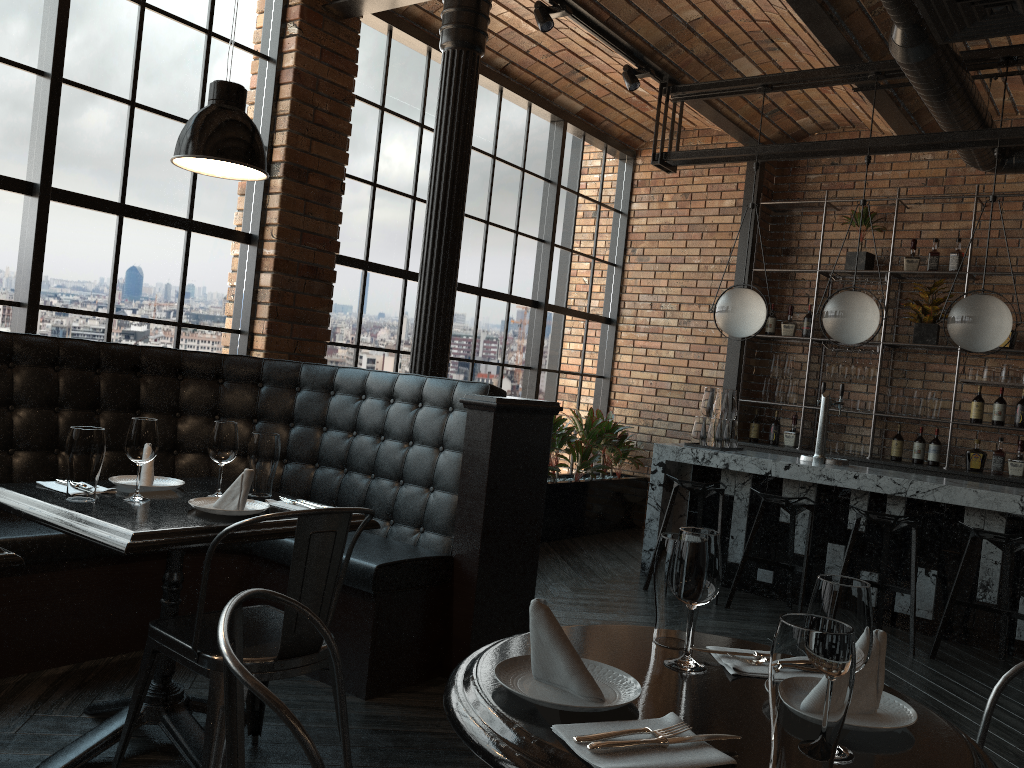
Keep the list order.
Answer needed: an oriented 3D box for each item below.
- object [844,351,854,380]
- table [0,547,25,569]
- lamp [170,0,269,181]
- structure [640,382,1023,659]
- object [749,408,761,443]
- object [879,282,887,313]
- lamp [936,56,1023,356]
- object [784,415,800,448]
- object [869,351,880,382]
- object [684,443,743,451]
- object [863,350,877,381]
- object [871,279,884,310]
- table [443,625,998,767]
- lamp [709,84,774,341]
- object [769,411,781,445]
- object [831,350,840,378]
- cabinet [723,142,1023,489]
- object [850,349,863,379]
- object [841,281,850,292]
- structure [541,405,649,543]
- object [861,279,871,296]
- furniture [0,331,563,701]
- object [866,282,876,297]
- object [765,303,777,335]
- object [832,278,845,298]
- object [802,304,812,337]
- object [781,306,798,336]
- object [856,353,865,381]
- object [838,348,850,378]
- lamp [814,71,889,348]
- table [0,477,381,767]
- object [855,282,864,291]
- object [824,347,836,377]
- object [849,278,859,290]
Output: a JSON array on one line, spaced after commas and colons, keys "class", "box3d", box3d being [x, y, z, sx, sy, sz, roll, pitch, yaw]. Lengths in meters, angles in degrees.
[{"class": "object", "box3d": [2.832, -0.162, 7.430, 0.092, 0.244, 0.092, 6, 1, 42]}, {"class": "table", "box3d": [-1.708, 0.670, 1.850, 0.872, 0.758, 0.872, 6, 0, 36]}, {"class": "lamp", "box3d": [-0.812, -1.481, 2.728, 0.291, 1.653, 0.291, 6, 0, -9]}, {"class": "structure", "box3d": [3.655, 0.878, 5.210, 5.346, 1.430, 1.930, 6, 0, 36]}, {"class": "object", "box3d": [2.143, 0.365, 7.809, 0.086, 0.299, 0.086, 6, 0, -5]}, {"class": "object", "box3d": [3.055, -0.713, 7.306, 0.092, 0.244, 0.092, 6, 1, 42]}, {"class": "lamp", "box3d": [2.813, -1.037, 5.195, 0.340, 1.754, 0.340, 6, 0, -8]}, {"class": "object", "box3d": [2.410, 0.404, 7.588, 0.123, 0.279, 0.123, 6, 1, -40]}, {"class": "object", "box3d": [2.995, -0.144, 7.310, 0.092, 0.244, 0.092, 6, 1, 42]}, {"class": "object", "box3d": [1.417, 0.438, 6.212, 0.273, 0.019, 0.437, 6, 0, 36]}, {"class": "object", "box3d": [2.898, -0.153, 7.177, 0.092, 0.244, 0.092, 6, 1, 42]}, {"class": "object", "box3d": [2.958, -0.723, 7.173, 0.092, 0.244, 0.092, 6, 1, 42]}, {"class": "table", "box3d": [0.284, 0.884, 1.452, 0.866, 0.758, 0.866, 6, 0, 0]}, {"class": "lamp", "box3d": [1.635, -1.167, 6.058, 0.340, 1.754, 0.340, 6, 0, -8]}, {"class": "object", "box3d": [2.278, 0.379, 7.671, 0.086, 0.297, 0.086, 6, 0, -20]}, {"class": "object", "box3d": [2.744, -0.172, 7.494, 0.092, 0.244, 0.092, 6, 1, 42]}, {"class": "cabinet", "box3d": [3.344, -0.285, 6.927, 7.075, 3.779, 0.564, 6, 0, 36]}, {"class": "object", "box3d": [2.815, -0.162, 7.238, 0.092, 0.244, 0.092, 6, 1, 42]}, {"class": "object", "box3d": [2.804, -0.741, 7.491, 0.092, 0.244, 0.092, 6, 1, 42]}, {"class": "structure", "box3d": [-0.070, 0.653, 6.631, 0.757, 1.072, 4.107, 6, 0, 35]}, {"class": "object", "box3d": [2.875, -0.732, 7.234, 0.092, 0.244, 0.092, 6, 1, 42]}, {"class": "furniture", "box3d": [-2.224, 0.384, 2.246, 1.979, 1.212, 5.451, 6, 0, 36]}, {"class": "object", "box3d": [2.972, -0.723, 7.367, 0.092, 0.244, 0.092, 6, 1, 42]}, {"class": "object", "box3d": [2.284, -0.561, 7.803, 0.086, 0.298, 0.086, 6, 0, -5]}, {"class": "object", "box3d": [2.707, -0.751, 7.357, 0.092, 0.244, 0.092, 6, 1, 42]}, {"class": "object", "box3d": [2.535, -0.533, 7.584, 0.086, 0.299, 0.086, 6, 0, -5]}, {"class": "object", "box3d": [2.400, -0.537, 7.661, 0.123, 0.279, 0.123, 6, 0, 25]}, {"class": "object", "box3d": [2.911, -0.153, 7.371, 0.092, 0.244, 0.092, 6, 1, 42]}, {"class": "object", "box3d": [2.735, -0.171, 7.296, 0.092, 0.244, 0.092, 6, 1, 42]}, {"class": "lamp", "box3d": [2.224, -1.102, 5.627, 0.340, 1.754, 0.340, 6, 0, -8]}, {"class": "table", "box3d": [-1.061, 0.732, 2.742, 0.872, 0.758, 0.872, 6, 0, 36]}, {"class": "object", "box3d": [2.892, -0.731, 7.426, 0.092, 0.244, 0.092, 6, 1, 42]}, {"class": "object", "box3d": [2.647, -0.181, 7.361, 0.092, 0.244, 0.092, 6, 1, 42]}, {"class": "object", "box3d": [2.796, -0.741, 7.292, 0.092, 0.244, 0.092, 6, 1, 42]}]
